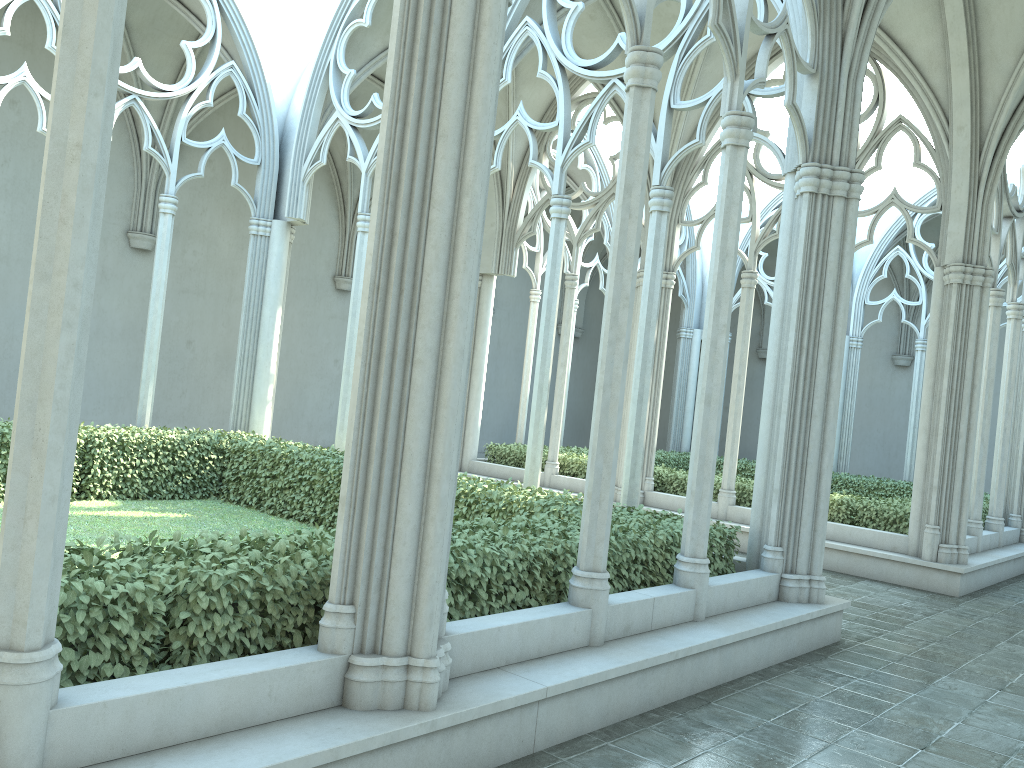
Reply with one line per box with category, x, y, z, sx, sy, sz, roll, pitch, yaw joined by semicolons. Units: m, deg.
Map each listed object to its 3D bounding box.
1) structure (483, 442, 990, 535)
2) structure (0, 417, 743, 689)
structure;4.955;2.114;17.211;7.995;0.963;8.018;5;-1;41
structure;-3.553;1.047;7.354;7.995;0.963;8.018;5;-1;41
